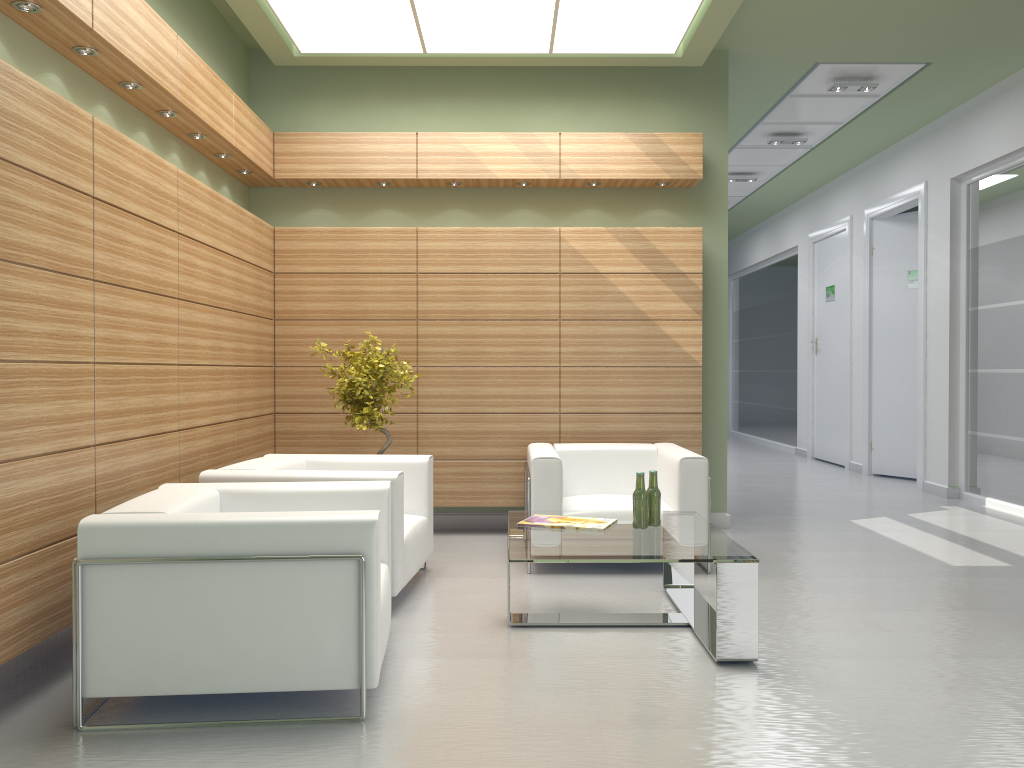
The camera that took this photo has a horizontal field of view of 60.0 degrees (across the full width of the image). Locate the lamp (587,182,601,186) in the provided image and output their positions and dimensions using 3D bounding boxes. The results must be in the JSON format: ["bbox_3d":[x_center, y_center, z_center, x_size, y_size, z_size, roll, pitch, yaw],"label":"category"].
[{"bbox_3d":[1.053,-2.602,11.420,0.181,0.074,0.181,-1,1,-40],"label":"lamp"}]

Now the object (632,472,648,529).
[{"bbox_3d":[1.083,0.983,7.490,0.131,0.475,0.131,-1,1,-35],"label":"object"}]

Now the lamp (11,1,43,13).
[{"bbox_3d":[-3.214,-2.524,5.878,0.181,0.074,0.181,0,1,-17],"label":"lamp"}]

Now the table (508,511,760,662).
[{"bbox_3d":[0.855,1.595,7.368,1.783,0.742,2.197,0,1,0],"label":"table"}]

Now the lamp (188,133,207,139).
[{"bbox_3d":[-3.229,-2.570,9.106,0.181,0.074,0.181,0,1,-17],"label":"lamp"}]

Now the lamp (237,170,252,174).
[{"bbox_3d":[-3.236,-2.592,10.734,0.181,0.074,0.181,0,1,-17],"label":"lamp"}]

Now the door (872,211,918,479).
[{"bbox_3d":[7.748,-0.740,16.804,0.134,5.083,2.089,0,1,-30],"label":"door"}]

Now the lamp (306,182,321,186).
[{"bbox_3d":[-2.549,-2.602,11.404,0.181,0.074,0.181,0,1,-6],"label":"lamp"}]

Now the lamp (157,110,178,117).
[{"bbox_3d":[-3.225,-2.558,8.307,0.181,0.074,0.181,0,1,-17],"label":"lamp"}]

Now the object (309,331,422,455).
[{"bbox_3d":[-1.711,0.663,10.104,1.201,2.565,1.116,-1,1,-32],"label":"object"}]

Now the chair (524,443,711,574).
[{"bbox_3d":[1.102,1.339,9.933,1.894,1.234,1.802,0,1,0],"label":"chair"}]

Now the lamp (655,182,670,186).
[{"bbox_3d":[1.938,-2.602,11.424,0.181,0.074,0.181,0,1,-6],"label":"lamp"}]

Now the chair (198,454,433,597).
[{"bbox_3d":[-1.746,1.360,8.479,1.769,1.234,1.894,0,1,5],"label":"chair"}]

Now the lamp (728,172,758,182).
[{"bbox_3d":[4.980,-4.491,19.274,0.657,0.159,0.286,0,1,0],"label":"lamp"}]

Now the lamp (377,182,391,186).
[{"bbox_3d":[-1.651,-2.602,11.408,0.181,0.074,0.181,0,1,-6],"label":"lamp"}]

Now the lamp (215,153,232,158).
[{"bbox_3d":[-3.232,-2.581,9.926,0.181,0.074,0.181,0,1,-28],"label":"lamp"}]

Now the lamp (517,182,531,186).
[{"bbox_3d":[0.150,-2.602,11.416,0.181,0.074,0.181,0,1,-6],"label":"lamp"}]

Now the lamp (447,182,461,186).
[{"bbox_3d":[-0.741,-2.602,11.412,0.181,0.074,0.181,-1,1,-40],"label":"lamp"}]

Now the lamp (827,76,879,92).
[{"bbox_3d":[5.007,-4.403,13.034,0.657,0.159,0.286,0,1,0],"label":"lamp"}]

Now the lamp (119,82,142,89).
[{"bbox_3d":[-3.221,-2.547,7.493,0.181,0.074,0.181,0,1,-28],"label":"lamp"}]

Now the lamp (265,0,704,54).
[{"bbox_3d":[-0.281,-4.144,8.264,4.571,0.325,5.060,0,1,0],"label":"lamp"}]

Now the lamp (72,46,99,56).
[{"bbox_3d":[-3.218,-2.536,6.691,0.181,0.074,0.181,0,1,-17],"label":"lamp"}]

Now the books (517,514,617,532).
[{"bbox_3d":[0.486,1.205,7.712,0.762,0.025,0.508,0,1,20],"label":"books"}]

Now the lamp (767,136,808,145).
[{"bbox_3d":[4.994,-4.446,16.086,0.657,0.159,0.286,0,1,0],"label":"lamp"}]

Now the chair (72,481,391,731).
[{"bbox_3d":[-1.752,1.392,6.154,1.802,1.234,1.894,0,1,-5],"label":"chair"}]

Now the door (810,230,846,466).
[{"bbox_3d":[7.149,-0.785,20.006,0.250,5.083,2.089,0,1,0],"label":"door"}]

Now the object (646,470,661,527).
[{"bbox_3d":[1.212,0.981,7.612,0.131,0.475,0.131,-1,1,-35],"label":"object"}]
